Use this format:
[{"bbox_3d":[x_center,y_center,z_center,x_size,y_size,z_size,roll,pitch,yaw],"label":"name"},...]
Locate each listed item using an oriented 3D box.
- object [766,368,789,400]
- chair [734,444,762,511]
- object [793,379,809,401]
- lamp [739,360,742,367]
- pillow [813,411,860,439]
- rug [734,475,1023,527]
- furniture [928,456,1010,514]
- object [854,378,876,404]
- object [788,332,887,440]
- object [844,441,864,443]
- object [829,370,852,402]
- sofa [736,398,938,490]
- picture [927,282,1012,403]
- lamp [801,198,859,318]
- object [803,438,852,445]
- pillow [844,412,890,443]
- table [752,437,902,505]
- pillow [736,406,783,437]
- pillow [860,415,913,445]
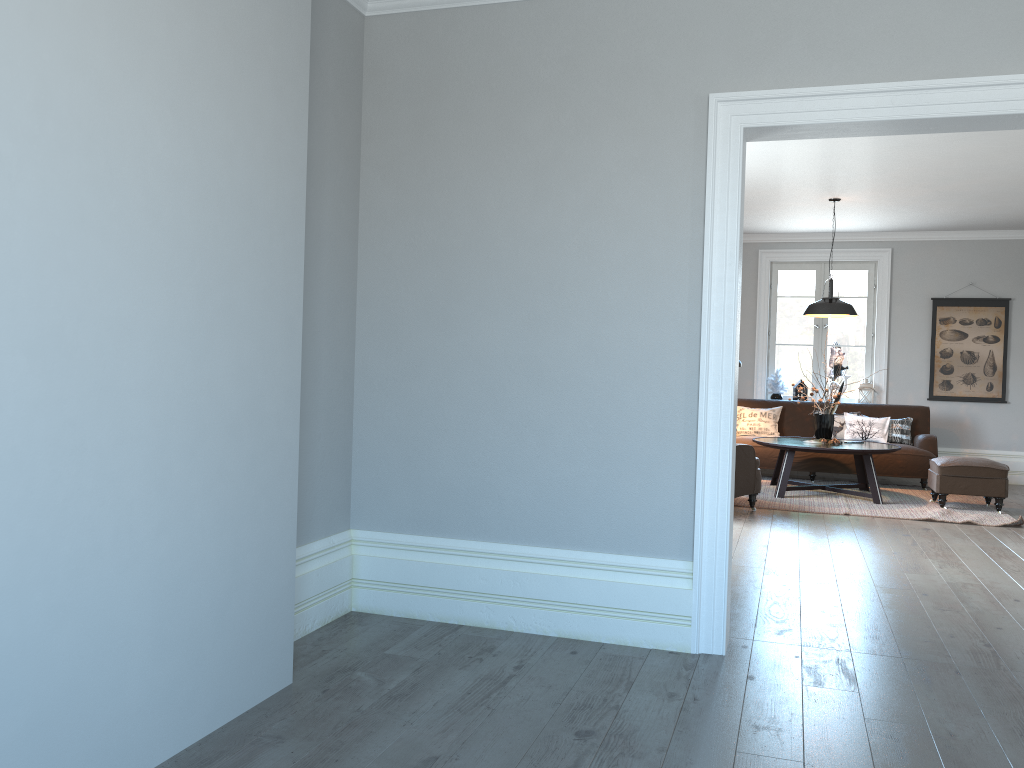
[{"bbox_3d":[3.057,0.009,10.276,0.247,0.424,0.263,1,1,-37],"label":"object"},{"bbox_3d":[1.484,0.613,7.235,0.970,0.795,0.807,1,1,-31],"label":"chair"},{"bbox_3d":[3.316,0.090,10.201,0.155,0.284,0.155,2,1,8],"label":"object"},{"bbox_3d":[1.880,0.156,9.866,0.797,1.644,1.864,1,1,-35],"label":"lamp"},{"bbox_3d":[3.436,0.459,9.406,0.472,0.347,0.159,2,1,15],"label":"pillow"},{"bbox_3d":[2.924,0.990,8.247,2.819,0.090,2.400,2,1,18],"label":"rug"},{"bbox_3d":[3.917,0.854,7.626,0.583,0.440,0.574,2,1,18],"label":"furniture"},{"bbox_3d":[3.966,0.095,9.972,0.193,0.322,0.193,2,1,12],"label":"object"},{"bbox_3d":[2.996,0.018,8.114,0.853,1.066,0.525,2,1,-12],"label":"object"},{"bbox_3d":[3.220,0.547,8.348,0.207,0.011,0.051,1,1,-22],"label":"object"},{"bbox_3d":[3.696,0.042,9.997,0.239,0.410,0.128,2,1,14],"label":"object"},{"bbox_3d":[3.277,0.610,9.386,2.165,0.824,0.968,2,1,18],"label":"sofa"},{"bbox_3d":[5.002,-0.460,9.711,0.793,1.313,0.057,2,1,18],"label":"picture"},{"bbox_3d":[2.956,-1.166,8.190,0.504,1.076,0.504,1,1,-25],"label":"lamp"},{"bbox_3d":[2.887,0.520,8.123,0.404,0.067,0.153,3,1,35],"label":"object"},{"bbox_3d":[3.691,0.461,9.245,0.471,0.309,0.188,2,1,18],"label":"pillow"},{"bbox_3d":[2.892,0.794,8.219,1.300,0.503,1.300,2,1,11],"label":"table"},{"bbox_3d":[2.680,0.417,9.689,0.519,0.368,0.240,2,1,18],"label":"pillow"},{"bbox_3d":[3.916,0.480,9.291,0.542,0.288,0.183,2,1,19],"label":"pillow"}]
